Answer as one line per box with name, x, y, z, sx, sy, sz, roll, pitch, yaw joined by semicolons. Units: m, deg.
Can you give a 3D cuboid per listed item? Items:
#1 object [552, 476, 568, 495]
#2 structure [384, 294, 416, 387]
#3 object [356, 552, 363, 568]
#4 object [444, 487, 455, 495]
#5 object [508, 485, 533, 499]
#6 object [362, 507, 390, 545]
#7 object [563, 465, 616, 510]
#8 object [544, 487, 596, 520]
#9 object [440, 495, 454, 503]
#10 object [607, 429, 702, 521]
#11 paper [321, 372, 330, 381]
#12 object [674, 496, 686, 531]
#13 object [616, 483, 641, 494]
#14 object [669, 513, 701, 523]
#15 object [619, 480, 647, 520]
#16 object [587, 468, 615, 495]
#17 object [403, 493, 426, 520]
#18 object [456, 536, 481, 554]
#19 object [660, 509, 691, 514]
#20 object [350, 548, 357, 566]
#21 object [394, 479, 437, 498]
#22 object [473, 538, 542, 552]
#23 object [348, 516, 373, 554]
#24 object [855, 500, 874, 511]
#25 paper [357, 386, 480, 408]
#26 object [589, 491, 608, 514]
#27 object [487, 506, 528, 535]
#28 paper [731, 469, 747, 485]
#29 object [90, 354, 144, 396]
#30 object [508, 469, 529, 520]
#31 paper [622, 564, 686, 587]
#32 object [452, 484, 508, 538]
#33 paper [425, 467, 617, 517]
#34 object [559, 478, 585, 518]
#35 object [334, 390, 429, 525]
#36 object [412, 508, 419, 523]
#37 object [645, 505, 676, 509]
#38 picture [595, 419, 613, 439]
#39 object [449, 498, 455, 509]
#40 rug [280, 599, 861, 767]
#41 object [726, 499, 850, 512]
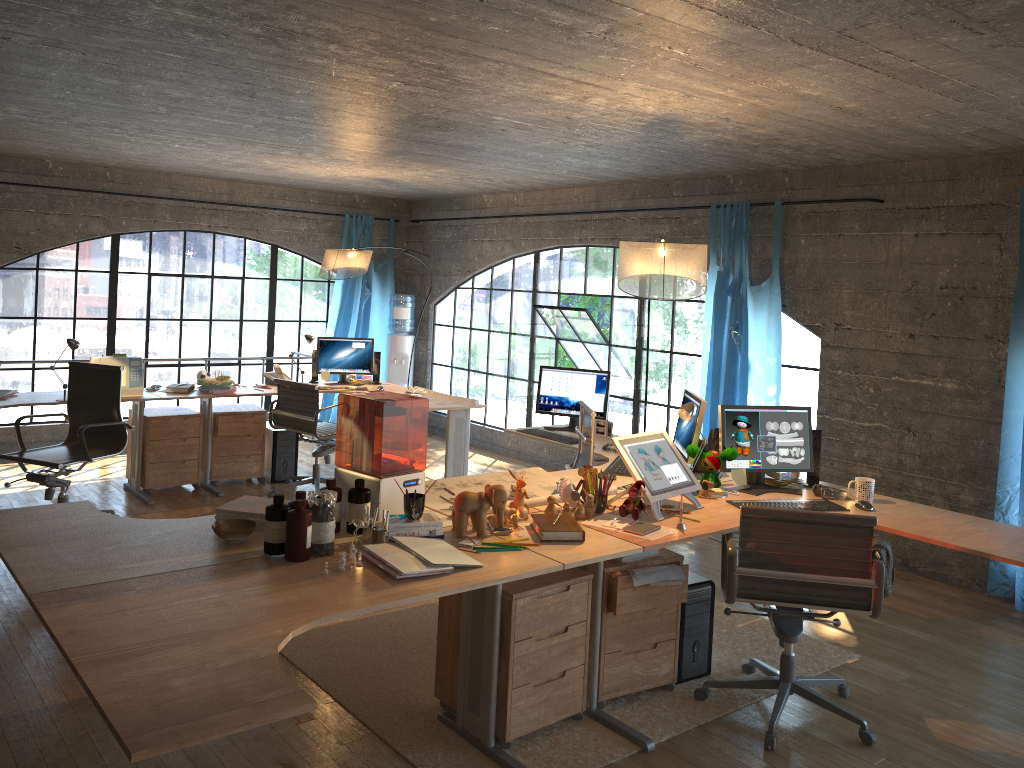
object;0.219;0.446;3.882;0.054;0.064;0.160;4;6;18
structure;-1.227;-0.245;9.646;0.326;1.473;0.328;2;1;-19
object;-0.477;0.547;2.759;0.022;0.047;0.022;4;2;32
object;-0.268;0.461;3.780;0.012;0.009;0.126;1;7;-26
object;0.044;0.460;3.714;0.049;0.055;0.131;0;6;-38
object;-0.463;0.482;2.976;0.039;0.128;0.134;1;4;-43
object;0.311;0.423;3.626;0.225;0.177;0.094;2;2;-11
object;0.234;0.467;3.446;0.215;0.120;0.074;1;3;-20
object;-0.266;0.478;3.635;0.008;0.007;0.148;1;7;-29
object;0.592;0.368;3.688;0.287;0.299;0.395;6;5;42
paper;-1.546;-0.063;7.315;0.078;0.074;0.019;2;1;-14
object;0.647;0.490;3.377;0.046;0.131;0.045;1;2;-44
object;0.505;0.470;3.964;0.138;0.022;0.110;1;7;-19
object;0.690;0.535;3.537;0.148;0.007;0.008;9;7;44
object;0.474;0.451;3.461;0.104;0.143;0.105;4;3;25
object;0.344;0.430;3.554;0.105;0.175;0.100;5;3;37
object;-0.342;0.430;3.082;0.077;0.082;0.077;5;4;30
object;-0.132;0.550;3.035;0.128;0.013;0.142;6;7;24
object;0.673;0.524;3.622;0.126;0.009;0.012;4;5;14
object;-0.495;0.541;2.769;0.025;0.055;0.025;4;2;32
object;-0.335;0.387;3.060;0.152;0.102;0.076;2;3;-9
object;-0.019;0.558;3.041;0.249;0.009;0.110;-1;7;-27
object;-0.498;0.493;2.897;0.075;0.120;0.037;4;2;25
object;1.539;0.529;3.852;0.059;0.034;0.101;2;6;-4
paper;-0.731;0.130;6.665;0.581;0.113;0.856;-2;8;-38
object;0.347;0.477;3.556;0.077;0.082;0.077;1;4;-20
object;-0.011;0.495;3.273;0.144;0.081;0.182;2;6;-9
paper;1.050;0.430;4.077;0.078;0.074;0.019;2;1;-14
object;-2.777;-0.067;6.140;0.402;0.283;0.137;-1;4;-39
object;0.023;0.426;3.419;0.084;0.188;0.094;2;2;-15
paper;0.544;0.738;3.491;0.255;0.084;0.208;0;6;-23
object;-0.114;0.453;3.182;0.198;0.176;0.130;2;3;-15
paper;-0.050;0.482;3.849;0.851;0.113;0.585;-2;8;-38
object;0.236;0.451;3.528;0.099;0.135;0.155;3;4;-4
object;-0.496;0.272;3.338;0.271;0.457;0.222;5;3;41
object;-0.332;0.451;3.043;0.025;0.050;0.017;2;2;-29
object;0.617;0.504;3.708;0.107;0.024;0.097;0;7;-25
picture;0.567;0.273;5.371;0.032;0.104;0.159;2;4;-38
object;-0.182;0.479;3.511;0.134;0.042;0.022;3;2;-2
rug;0.252;1.198;4.008;2.200;0.005;1.610;-2;8;-39
object;1.194;0.526;3.824;0.490;0.011;0.188;1;7;-14
